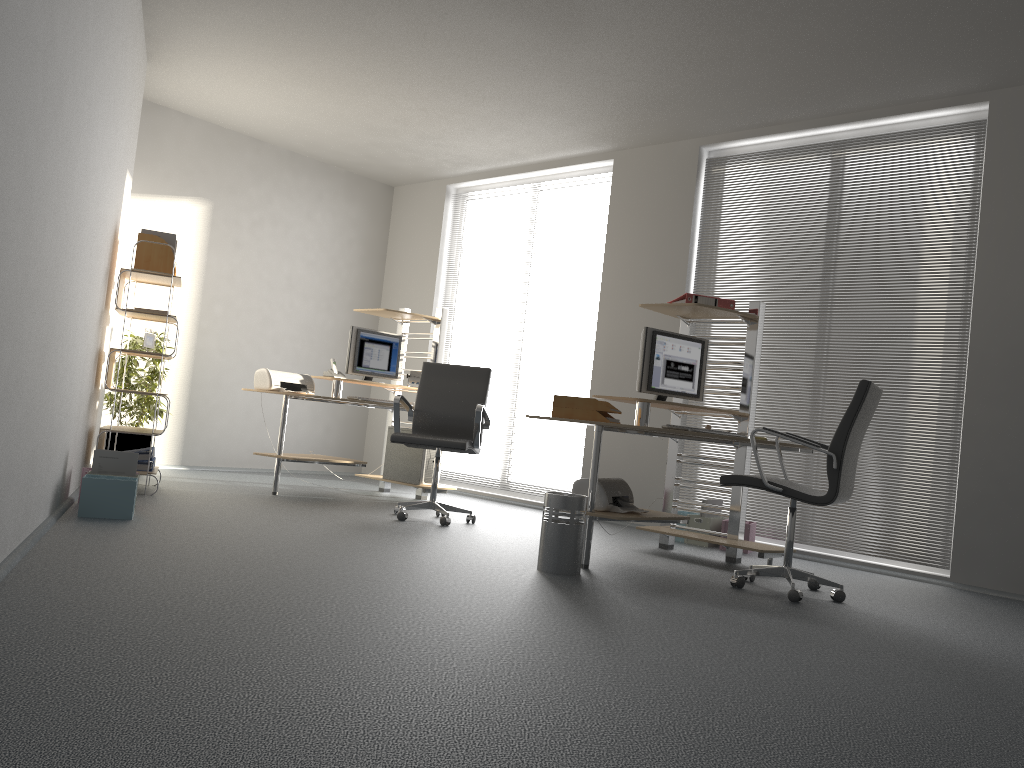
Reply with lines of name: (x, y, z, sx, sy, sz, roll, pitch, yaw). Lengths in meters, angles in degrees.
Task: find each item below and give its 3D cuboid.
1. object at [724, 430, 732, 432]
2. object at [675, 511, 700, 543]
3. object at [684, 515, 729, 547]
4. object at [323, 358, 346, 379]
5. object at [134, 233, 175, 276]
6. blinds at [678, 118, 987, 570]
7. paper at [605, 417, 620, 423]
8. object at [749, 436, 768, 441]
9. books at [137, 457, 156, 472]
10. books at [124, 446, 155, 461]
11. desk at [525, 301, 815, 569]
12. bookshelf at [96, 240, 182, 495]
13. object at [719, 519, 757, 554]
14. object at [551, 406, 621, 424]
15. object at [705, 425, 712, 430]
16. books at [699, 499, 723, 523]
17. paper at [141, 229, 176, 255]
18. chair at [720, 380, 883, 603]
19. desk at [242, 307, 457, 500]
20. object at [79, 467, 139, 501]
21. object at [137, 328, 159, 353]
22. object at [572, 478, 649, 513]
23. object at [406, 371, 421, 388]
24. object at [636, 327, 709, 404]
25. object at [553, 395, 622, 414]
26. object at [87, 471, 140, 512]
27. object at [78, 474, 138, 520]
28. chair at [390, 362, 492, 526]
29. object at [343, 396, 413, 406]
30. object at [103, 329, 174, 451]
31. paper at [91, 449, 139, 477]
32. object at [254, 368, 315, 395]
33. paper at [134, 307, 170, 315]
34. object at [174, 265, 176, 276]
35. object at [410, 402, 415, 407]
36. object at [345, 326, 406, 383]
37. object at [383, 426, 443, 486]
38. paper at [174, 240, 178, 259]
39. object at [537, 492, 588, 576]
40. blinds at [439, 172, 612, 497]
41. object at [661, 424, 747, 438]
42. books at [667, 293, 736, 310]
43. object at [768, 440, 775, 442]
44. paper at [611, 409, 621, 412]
object: (1.265, 0.295, 5.237, 0.022, 0.042, 0.134, 6, -3, -5)
object: (1.197, 1.001, 6.205, 0.185, 0.202, 0.245, 4, -4, 43)
object: (1.333, 1.009, 6.079, 0.185, 0.202, 0.245, 4, -4, 43)
object: (-1.360, -0.124, 6.829, 0.119, 0.151, 0.150, 5, -3, 29)
object: (-2.302, -0.822, 5.738, 0.243, 0.259, 0.113, 7, -3, -22)
blinds: (2.054, -0.307, 6.033, 1.950, 2.770, 0.022, 4, -4, 43)
paper: (0.389, 0.175, 4.618, 0.297, 0.019, 0.210, 5, -3, 22)
object: (1.420, 0.314, 5.117, 0.132, 0.026, 0.132, 4, -4, 43)
books: (-2.450, 0.507, 5.728, 0.262, 0.072, 0.320, 7, -3, -19)
books: (-2.453, 0.451, 5.727, 0.263, 0.100, 0.320, 7, -3, -19)
desk: (0.911, 0.209, 4.825, 0.967, 1.566, 1.469, 4, -4, 43)
bookshelf: (-2.402, -0.100, 5.765, 0.381, 1.572, 0.724, 7, -3, -20)
object: (1.516, 1.023, 5.946, 0.185, 0.202, 0.245, 5, -3, 25)
object: (0.390, 0.163, 4.619, 0.309, 0.060, 0.225, 5, -3, 22)
object: (1.161, 0.273, 5.234, 0.054, 0.064, 0.159, 6, -3, 10)
books: (1.351, 0.940, 6.072, 0.068, 0.306, 0.220, 4, -4, 43)
paper: (-2.309, -0.842, 5.757, 0.213, 0.297, 0.045, 7, -3, -22)
chair: (1.407, 0.501, 4.367, 0.652, 1.048, 0.584, 5, -3, 29)
desk: (-1.141, 0.080, 6.718, 0.967, 1.566, 1.469, 4, -4, 43)
object: (-2.197, 0.571, 4.830, 0.245, 0.202, 0.185, 8, -3, -39)
object: (-2.359, -0.277, 5.773, 0.077, 0.161, 0.192, 6, -3, -1)
object: (0.555, 0.585, 4.677, 0.351, 0.162, 0.438, 5, -3, 27)
object: (-0.778, -0.037, 7.176, 0.154, 0.135, 0.093, 7, -3, -11)
object: (0.922, -0.089, 5.247, 0.516, 0.418, 0.245, 7, -3, -25)
object: (0.396, 0.107, 4.622, 0.309, 0.060, 0.225, 5, -3, 22)
object: (-2.091, 0.573, 4.629, 0.245, 0.202, 0.185, 7, -3, -21)
object: (-2.025, 0.572, 4.456, 0.245, 0.202, 0.185, 7, -3, -21)
chair: (-0.474, 0.369, 5.829, 0.584, 1.048, 0.652, 6, -3, 8)
object: (-1.161, 0.146, 6.849, 0.478, 0.082, 0.814, 8, -4, -40)
object: (-2.877, 0.118, 6.814, 0.544, 1.147, 0.644, 7, -3, -18)
paper: (-2.089, 0.503, 4.647, 0.220, 0.306, 0.068, 7, -3, -20)
object: (-1.622, -0.011, 6.545, 0.351, 0.162, 0.438, 4, -3, 35)
paper: (-2.383, -0.462, 5.876, 0.213, 0.046, 0.297, 7, -3, -20)
object: (-2.385, -0.820, 5.972, 0.243, 0.259, 0.113, 7, -3, -17)
object: (-0.954, 0.178, 7.120, 0.742, 0.088, 0.168, 3, -4, 45)
object: (-1.115, -0.218, 7.123, 0.516, 0.418, 0.245, 8, -3, -32)
object: (-0.777, 0.569, 7.031, 0.471, 0.422, 0.199, 4, -4, 43)
paper: (-2.390, -0.839, 5.992, 0.213, 0.297, 0.045, 7, -3, -17)
object: (0.241, 0.715, 4.233, 0.208, 0.377, 0.208, 6, -3, -4)
blinds: (-0.004, -0.438, 7.929, 1.950, 2.749, 0.037, 4, -4, 43)
object: (0.853, 0.270, 4.940, 0.478, 0.082, 0.814, 8, -4, -40)
books: (1.134, -0.477, 5.336, 0.320, 0.072, 0.262, 7, -3, -15)
object: (1.473, 0.330, 5.179, 0.158, 0.011, 0.011, 4, -4, 40)
paper: (0.395, 0.124, 4.621, 0.297, 0.010, 0.210, 5, -3, 22)
